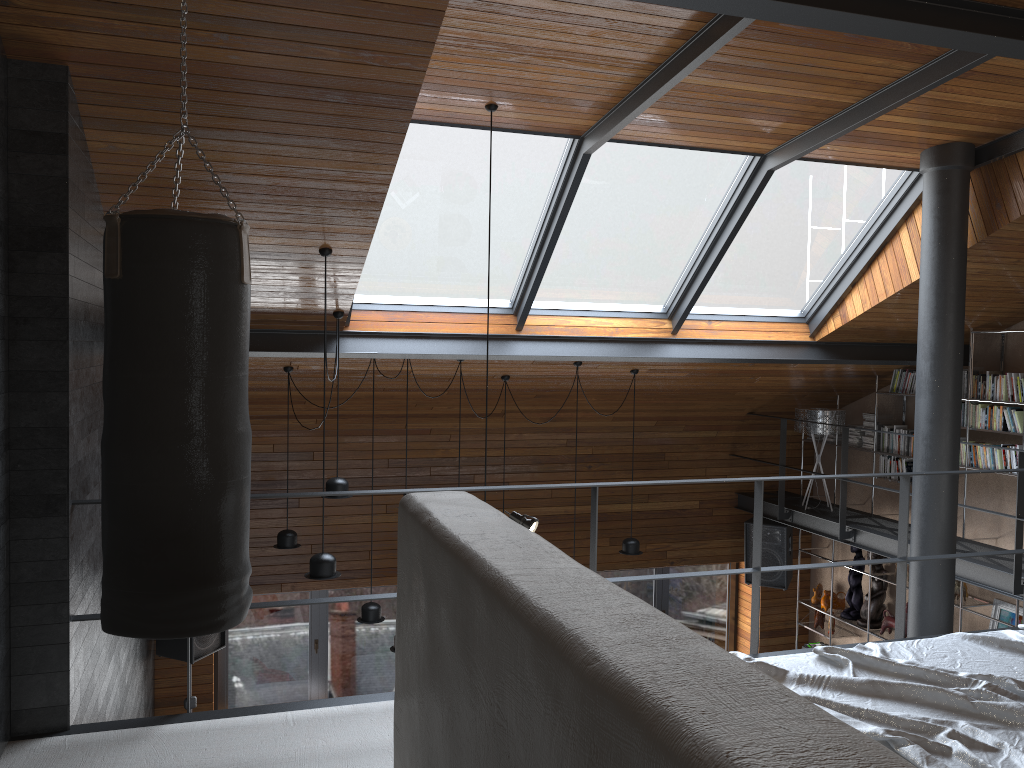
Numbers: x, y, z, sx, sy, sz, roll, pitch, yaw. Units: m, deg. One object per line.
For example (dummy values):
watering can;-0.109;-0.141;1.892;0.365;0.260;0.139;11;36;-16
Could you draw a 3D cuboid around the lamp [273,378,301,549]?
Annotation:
lamp;-1.734;0.575;6.859;0.210;1.369;0.210;2;2;19

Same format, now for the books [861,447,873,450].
books;3.635;0.643;8.822;0.252;0.016;0.182;0;2;-12

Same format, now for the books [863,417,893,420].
books;3.643;0.339;8.815;0.216;0.021;0.174;0;2;-18

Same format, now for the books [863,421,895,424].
books;3.645;0.385;8.800;0.228;0.016;0.182;0;2;-18

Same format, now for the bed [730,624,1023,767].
bed;1.206;1.055;1.958;2.011;0.485;1.826;0;2;-18

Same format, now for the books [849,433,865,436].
books;3.587;0.516;9.092;0.213;0.017;0.167;0;3;-23

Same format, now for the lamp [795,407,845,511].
lamp;3.072;0.750;8.886;0.475;1.002;0.475;1;2;6

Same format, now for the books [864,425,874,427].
books;3.635;0.416;8.822;0.201;0.012;0.161;0;2;-18

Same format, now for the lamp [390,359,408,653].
lamp;-0.786;0.840;6.568;0.210;2.273;0.210;2;2;19

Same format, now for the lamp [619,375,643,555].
lamp;1.057;0.698;7.757;0.210;1.565;0.210;2;2;19

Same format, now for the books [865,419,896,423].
books;3.667;0.364;8.807;0.234;0.028;0.180;0;2;-18

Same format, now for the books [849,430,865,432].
books;3.584;0.478;9.092;0.206;0.013;0.161;0;3;-23

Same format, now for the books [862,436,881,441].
books;3.643;0.541;8.806;0.258;0.028;0.180;0;2;-12

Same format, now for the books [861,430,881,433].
books;3.645;0.461;8.803;0.288;0.025;0.175;0;2;-12

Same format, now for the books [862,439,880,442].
books;3.650;0.562;8.810;0.258;0.016;0.181;0;2;-16

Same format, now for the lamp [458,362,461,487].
lamp;-0.420;0.830;7.027;0.210;2.034;0.210;2;2;19

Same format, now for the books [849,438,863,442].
books;3.570;0.571;9.091;0.240;0.028;0.180;0;3;-28

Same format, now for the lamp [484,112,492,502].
lamp;-0.143;0.067;5.031;0.210;3.208;0.210;1;2;4

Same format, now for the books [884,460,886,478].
books;3.666;0.822;8.623;0.119;0.172;0.014;0;2;-18

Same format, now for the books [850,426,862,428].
books;3.567;0.440;9.095;0.231;0.012;0.159;0;2;-13

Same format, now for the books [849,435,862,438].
books;3.582;0.533;9.077;0.234;0.016;0.182;0;3;-28

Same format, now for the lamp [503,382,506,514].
lamp;-0.068;0.798;7.573;0.210;2.002;0.210;2;2;19

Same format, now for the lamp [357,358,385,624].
lamp;-1.046;0.760;6.648;0.210;2.036;0.210;2;2;19

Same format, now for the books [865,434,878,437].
books;3.658;0.509;8.817;0.227;0.013;0.160;1;2;-6

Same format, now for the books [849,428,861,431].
books;3.573;0.460;9.087;0.268;0.025;0.176;0;2;-18

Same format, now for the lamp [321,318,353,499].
lamp;-1.170;0.155;5.964;0.210;1.206;0.210;2;2;19

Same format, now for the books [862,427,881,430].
books;3.640;0.441;8.812;0.254;0.012;0.158;1;2;-6

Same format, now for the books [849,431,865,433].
books;3.587;0.489;9.103;0.208;0.013;0.161;0;2;-13

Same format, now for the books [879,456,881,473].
books;3.655;0.804;8.687;0.127;0.201;0.011;0;2;-18

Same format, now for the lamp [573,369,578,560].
lamp;0.533;0.769;7.424;0.210;1.911;0.210;2;2;19

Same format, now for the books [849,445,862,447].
books;3.562;0.630;9.104;0.234;0.016;0.182;0;2;-18

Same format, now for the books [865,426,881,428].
books;3.655;0.429;8.810;0.222;0.012;0.160;0;2;-12

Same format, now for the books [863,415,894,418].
books;3.645;0.320;8.816;0.228;0.016;0.182;0;2;-18

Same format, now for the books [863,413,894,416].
books;3.648;0.304;8.827;0.228;0.016;0.182;0;2;-18

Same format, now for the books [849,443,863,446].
books;3.572;0.615;9.091;0.234;0.016;0.182;0;3;-23

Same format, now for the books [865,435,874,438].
books;3.649;0.521;8.814;0.222;0.012;0.160;0;3;-24

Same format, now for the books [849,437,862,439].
books;3.582;0.549;9.079;0.234;0.016;0.182;0;2;-13

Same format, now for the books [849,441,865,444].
books;3.573;0.596;9.095;0.221;0.021;0.174;0;2;-18

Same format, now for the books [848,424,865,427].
books;3.583;0.427;9.095;0.206;0.012;0.161;0;2;-18

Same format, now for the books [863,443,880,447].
books;3.644;0.609;8.811;0.239;0.021;0.174;0;2;-12

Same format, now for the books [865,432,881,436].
books;3.657;0.495;8.806;0.225;0.017;0.167;0;2;-18

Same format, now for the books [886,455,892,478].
books;3.697;0.798;8.594;0.161;0.223;0.017;0;2;-18

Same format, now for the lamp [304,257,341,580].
lamp;-1.085;0.186;5.122;0.210;1.854;0.210;2;2;19

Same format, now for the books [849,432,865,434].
books;3.578;0.501;9.098;0.206;0.012;0.161;0;3;-28

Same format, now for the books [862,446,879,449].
books;3.644;0.628;8.807;0.247;0.016;0.182;0;2;-18

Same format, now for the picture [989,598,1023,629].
picture;4.241;2.194;7.474;0.136;0.625;0.544;0;2;-18

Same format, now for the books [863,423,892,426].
books;3.632;0.401;8.811;0.208;0.017;0.167;0;2;-18
